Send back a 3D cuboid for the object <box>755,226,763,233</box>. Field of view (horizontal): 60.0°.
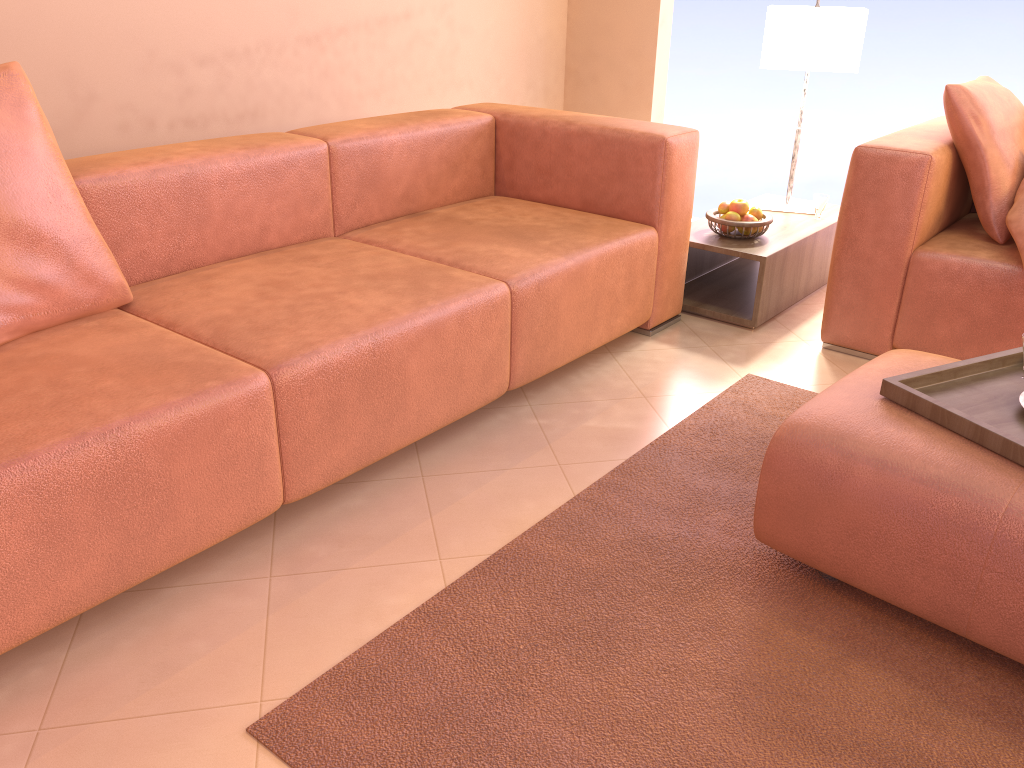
[{"bbox_3d":[0.871,-0.561,3.159,0.046,0.046,0.055,8,25,14],"label":"object"}]

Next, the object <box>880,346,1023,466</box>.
[{"bbox_3d":[1.020,0.048,1.681,0.436,0.034,0.421,-11,27,-24],"label":"object"}]

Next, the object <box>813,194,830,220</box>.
[{"bbox_3d":[1.177,-0.677,3.395,0.061,0.091,0.061,-4,25,-10],"label":"object"}]

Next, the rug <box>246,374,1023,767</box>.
[{"bbox_3d":[1.177,0.617,1.319,2.626,0.005,1.833,19,30,34],"label":"rug"}]

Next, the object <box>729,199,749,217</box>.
[{"bbox_3d":[0.799,-0.619,3.125,0.069,0.061,0.068,1,25,-1],"label":"object"}]

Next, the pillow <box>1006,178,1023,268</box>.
[{"bbox_3d":[1.671,-0.474,2.498,0.517,0.292,0.514,4,25,7],"label":"pillow"}]

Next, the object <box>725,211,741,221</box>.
[{"bbox_3d":[0.771,-0.580,3.102,0.055,0.047,0.045,8,25,14],"label":"object"}]

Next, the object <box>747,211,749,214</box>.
[{"bbox_3d":[0.823,-0.590,3.184,0.076,0.065,0.077,-18,31,-36],"label":"object"}]

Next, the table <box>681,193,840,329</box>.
[{"bbox_3d":[0.963,-0.498,3.426,0.412,0.268,0.918,19,30,34],"label":"table"}]

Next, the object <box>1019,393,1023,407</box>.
[{"bbox_3d":[1.084,0.061,1.664,0.240,0.018,0.240,2,25,2],"label":"object"}]

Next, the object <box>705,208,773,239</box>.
[{"bbox_3d":[0.808,-0.569,3.168,0.235,0.071,0.235,15,28,27],"label":"object"}]

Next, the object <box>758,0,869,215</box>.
[{"bbox_3d":[1.126,-1.086,3.433,0.344,0.799,0.344,8,26,15],"label":"object"}]

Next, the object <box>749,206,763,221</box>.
[{"bbox_3d":[0.861,-0.602,3.134,0.051,0.053,0.045,-12,28,-26],"label":"object"}]

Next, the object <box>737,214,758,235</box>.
[{"bbox_3d":[0.828,-0.559,3.116,0.072,0.076,0.074,-19,32,-37],"label":"object"}]

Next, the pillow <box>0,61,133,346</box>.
[{"bbox_3d":[-1.111,-0.342,1.768,0.302,0.528,0.582,11,26,20],"label":"pillow"}]

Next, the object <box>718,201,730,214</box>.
[{"bbox_3d":[0.760,-0.628,3.161,0.047,0.046,0.054,12,27,22],"label":"object"}]

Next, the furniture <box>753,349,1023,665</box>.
[{"bbox_3d":[1.168,0.289,1.559,1.291,0.301,0.685,23,32,38],"label":"furniture"}]

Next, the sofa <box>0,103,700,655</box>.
[{"bbox_3d":[-0.593,-0.231,2.289,0.943,0.672,2.781,19,30,34],"label":"sofa"}]

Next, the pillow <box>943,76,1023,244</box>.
[{"bbox_3d":[1.531,-0.715,2.795,0.314,0.455,0.519,17,29,31],"label":"pillow"}]

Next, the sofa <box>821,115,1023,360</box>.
[{"bbox_3d":[2.360,-0.195,2.345,2.781,0.672,0.943,19,30,34],"label":"sofa"}]

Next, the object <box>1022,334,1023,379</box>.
[{"bbox_3d":[1.073,-0.053,1.826,0.061,0.091,0.061,11,26,20],"label":"object"}]
